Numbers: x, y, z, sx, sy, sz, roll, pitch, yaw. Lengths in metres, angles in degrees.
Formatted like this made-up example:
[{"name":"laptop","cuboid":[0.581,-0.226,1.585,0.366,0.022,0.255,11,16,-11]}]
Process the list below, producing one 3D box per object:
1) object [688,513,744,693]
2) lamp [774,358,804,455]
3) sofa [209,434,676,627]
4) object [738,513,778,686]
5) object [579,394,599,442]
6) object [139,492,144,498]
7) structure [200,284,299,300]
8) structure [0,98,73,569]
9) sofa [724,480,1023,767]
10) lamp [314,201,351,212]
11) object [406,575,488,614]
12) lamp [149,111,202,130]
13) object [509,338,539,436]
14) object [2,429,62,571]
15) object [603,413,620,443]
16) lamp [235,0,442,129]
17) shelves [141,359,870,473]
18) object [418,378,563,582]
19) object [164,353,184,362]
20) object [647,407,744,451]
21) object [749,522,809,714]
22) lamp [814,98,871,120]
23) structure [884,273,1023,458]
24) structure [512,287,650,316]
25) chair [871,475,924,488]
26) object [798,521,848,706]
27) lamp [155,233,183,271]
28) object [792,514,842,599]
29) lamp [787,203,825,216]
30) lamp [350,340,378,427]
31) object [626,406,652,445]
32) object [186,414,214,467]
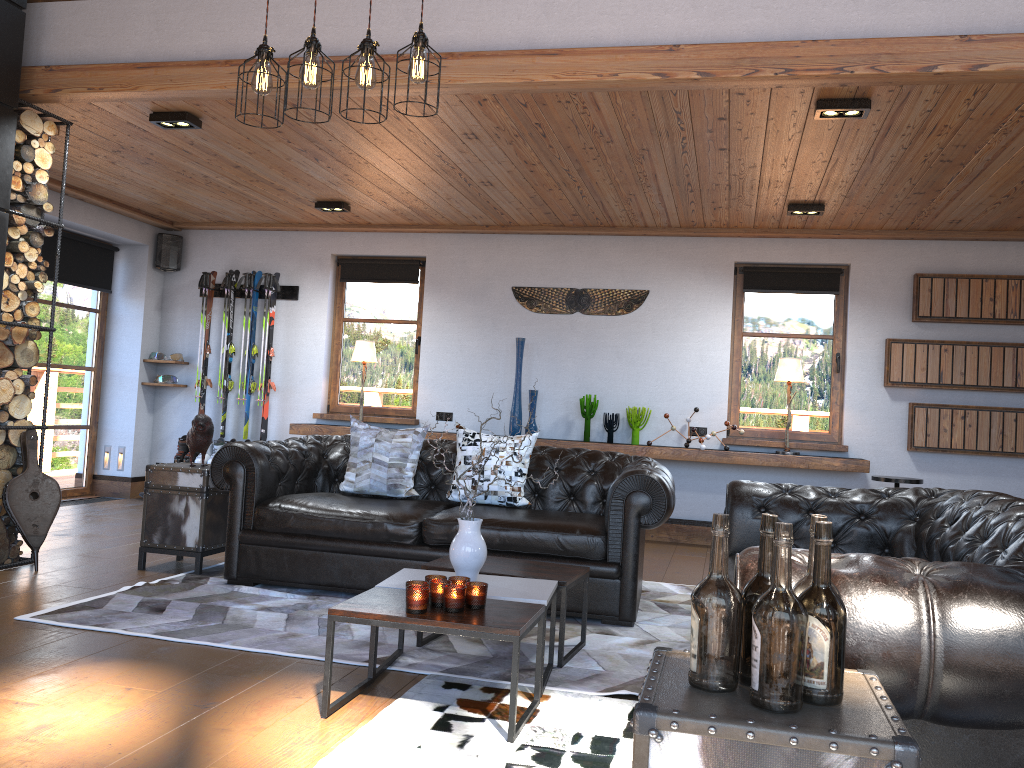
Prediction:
[{"name":"object","cuboid":[0.343,0.360,1.482,0.086,0.286,0.088,2,-3,23]},{"name":"lamp","cuboid":[2.272,0.535,7.479,0.245,1.482,0.633,3,-2,5]},{"name":"sofa","cuboid":[-0.333,0.762,5.194,2.553,0.839,1.245,3,-2,12]},{"name":"object","cuboid":[0.436,0.366,1.517,0.088,0.286,0.087,4,-3,-9]},{"name":"object","cuboid":[0.657,0.295,7.657,0.160,0.411,0.145,4,-3,-18]},{"name":"object","cuboid":[-2.758,1.107,8.318,1.616,0.065,0.309,3,-2,13]},{"name":"structure","cuboid":[-2.587,-0.902,8.480,1.045,0.135,0.320,3,-2,13]},{"name":"structure","cuboid":[-3.008,-0.285,5.065,0.509,2.619,0.504,3,-3,13]},{"name":"sofa","cuboid":[1.279,0.784,2.849,1.233,0.839,2.577,3,-2,13]},{"name":"lamp","cuboid":[-1.501,-1.490,7.425,0.260,0.068,0.156,3,-2,13]},{"name":"object","cuboid":[-0.258,0.723,3.051,0.305,0.081,0.243,5,-2,-38]},{"name":"lamp","cuboid":[-2.013,-1.583,5.309,0.260,0.068,0.156,3,-2,13]},{"name":"object","cuboid":[0.120,0.037,7.724,0.277,0.863,0.110,5,-3,-31]},{"name":"object","cuboid":[-2.738,0.651,5.046,0.264,0.795,0.267,3,-3,-3]},{"name":"object","cuboid":[0.852,0.380,7.660,0.130,0.261,0.122,4,-3,-17]},{"name":"lamp","cuboid":[-0.627,-2.117,3.488,0.801,2.203,0.262,3,-3,4]},{"name":"shelves","cuboid":[-0.352,0.420,7.922,6.608,0.989,0.615,3,-2,13]},{"name":"object","cuboid":[-0.124,0.378,3.451,0.614,0.808,0.409,2,-3,24]},{"name":"object","cuboid":[-3.281,-0.261,8.633,0.159,0.084,0.190,3,-2,12]},{"name":"object","cuboid":[1.545,0.368,7.440,0.639,0.349,0.527,2,-3,40]},{"name":"object","cuboid":[0.423,0.362,1.398,0.086,0.286,0.088,2,-3,26]},{"name":"lamp","cuboid":[1.669,-1.397,4.482,0.260,0.068,0.156,3,-2,13]},{"name":"structure","cuboid":[3.990,-0.141,7.174,1.843,1.446,0.322,3,-3,13]},{"name":"structure","cuboid":[0.586,-0.737,7.863,1.242,0.240,0.099,3,-3,13]},{"name":"chair","cuboid":[2.881,1.065,6.659,0.391,0.721,0.394,3,-2,13]},{"name":"object","cuboid":[0.502,0.368,1.447,0.088,0.286,0.086,5,-3,-37]},{"name":"lamp","cuboid":[-3.374,-1.291,8.710,0.212,0.350,0.214,3,-2,13]},{"name":"object","cuboid":[0.531,0.372,1.547,0.088,0.286,0.087,4,-3,-10]},{"name":"lamp","cuboid":[2.186,-1.303,6.599,0.260,0.068,0.156,3,-2,13]},{"name":"lamp","cuboid":[-1.335,0.353,8.311,0.244,1.482,0.636,3,-3,17]},{"name":"object","cuboid":[1.072,0.357,7.626,0.184,0.332,0.197,5,-3,-27]},{"name":"object","cuboid":[-1.865,0.336,5.304,0.151,0.319,0.245,5,-3,-36]}]
